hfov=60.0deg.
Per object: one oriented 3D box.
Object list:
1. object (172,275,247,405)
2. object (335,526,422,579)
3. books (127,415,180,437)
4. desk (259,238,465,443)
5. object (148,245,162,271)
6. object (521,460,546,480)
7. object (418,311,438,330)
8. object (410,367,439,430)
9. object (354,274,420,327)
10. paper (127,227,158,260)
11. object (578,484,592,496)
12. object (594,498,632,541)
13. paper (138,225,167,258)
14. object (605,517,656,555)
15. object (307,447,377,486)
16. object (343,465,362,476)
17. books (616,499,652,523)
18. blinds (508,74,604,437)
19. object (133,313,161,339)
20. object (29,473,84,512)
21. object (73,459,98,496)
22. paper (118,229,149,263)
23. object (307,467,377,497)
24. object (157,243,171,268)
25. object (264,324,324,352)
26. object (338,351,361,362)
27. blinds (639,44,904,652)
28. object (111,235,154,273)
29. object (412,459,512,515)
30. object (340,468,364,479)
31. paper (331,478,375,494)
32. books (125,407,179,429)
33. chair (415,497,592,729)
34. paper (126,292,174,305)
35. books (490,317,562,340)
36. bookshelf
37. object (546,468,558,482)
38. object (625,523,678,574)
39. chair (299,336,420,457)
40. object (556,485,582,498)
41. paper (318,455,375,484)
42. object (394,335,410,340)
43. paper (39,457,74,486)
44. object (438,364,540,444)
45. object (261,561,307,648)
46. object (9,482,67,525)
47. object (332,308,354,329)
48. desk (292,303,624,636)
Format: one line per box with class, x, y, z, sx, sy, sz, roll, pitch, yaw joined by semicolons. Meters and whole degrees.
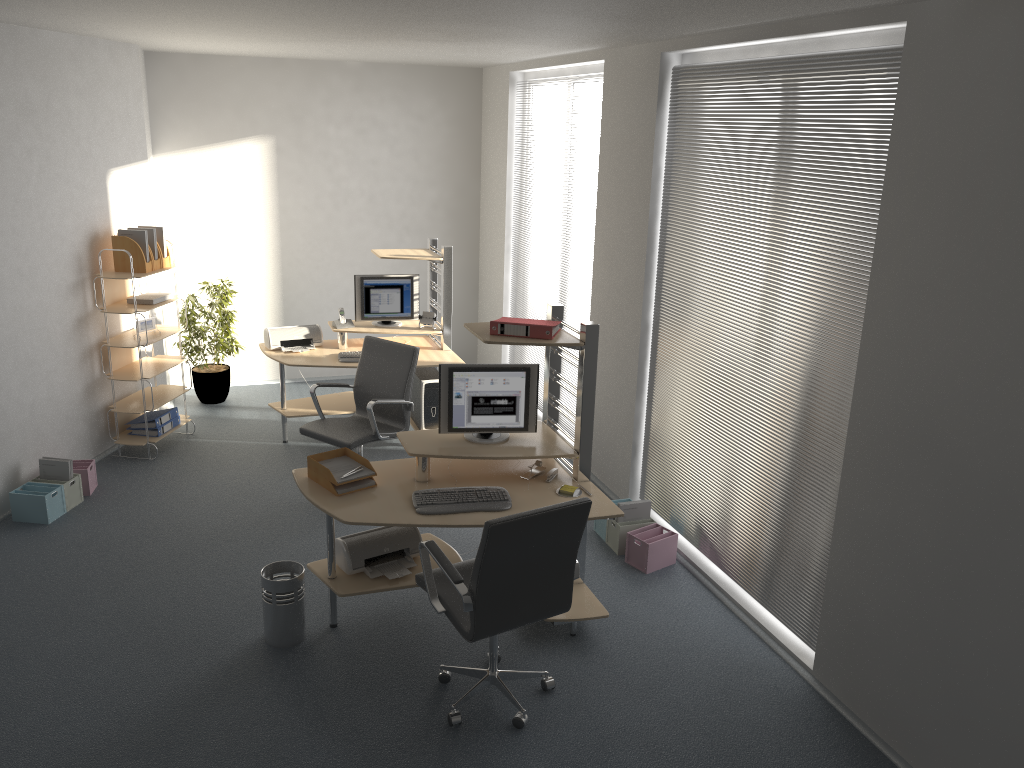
object;-2.668;-0.387;7.895;0.544;1.147;0.644;5;17;9
object;-0.654;0.866;4.587;0.438;0.162;0.351;-9;20;-33
books;-2.782;0.317;6.892;0.262;0.072;0.320;4;17;9
desk;-1.201;-0.293;6.965;1.469;1.566;0.967;-4;17;-18
object;-2.748;-0.985;6.583;0.243;0.259;0.113;4;17;8
object;0.115;0.445;4.672;0.054;0.064;0.159;14;21;36
object;-0.675;-0.513;7.138;0.154;0.135;0.093;7;17;17
object;-0.691;0.109;7.184;0.199;0.422;0.471;-4;17;-18
object;-1.010;-0.691;7.208;0.516;0.418;0.245;1;17;-4
paper;-2.746;-1.009;6.597;0.213;0.297;0.045;4;17;8
object;0.366;0.534;4.491;0.011;0.011;0.158;-5;18;-21
object;0.674;0.872;5.661;0.245;0.202;0.185;-4;17;-18
paper;-2.720;-1.043;6.714;0.213;0.297;0.045;5;17;11
object;0.733;0.923;5.493;0.245;0.202;0.185;-4;17;-18
object;-0.862;0.414;4.487;0.225;0.060;0.309;-12;21;-38
object;-0.800;0.438;4.442;0.008;0.009;0.159;10;18;25
books;0.740;0.860;5.459;0.220;0.306;0.068;-4;17;-18
blinds;0.328;-1.062;7.281;0.037;2.749;1.950;-4;17;-18
object;-2.749;-0.442;6.671;0.077;0.161;0.192;10;18;25
object;-2.990;0.710;5.823;0.245;0.202;0.185;4;17;7
object;-2.986;0.646;6.041;0.245;0.202;0.185;-1;17;-10
paper;-2.762;-0.975;6.479;0.213;0.297;0.045;3;17;6
object;-0.863;0.468;4.503;0.225;0.060;0.309;-12;21;-38
object;-2.724;-1.019;6.700;0.243;0.259;0.113;5;17;11
object;-1.712;-0.361;7.030;0.438;0.162;0.351;-7;18;-26
object;-1.150;-0.268;7.103;0.478;0.082;0.814;-2;17;-11
blinds;1.227;-0.282;4.745;0.022;2.770;1.950;-4;17;-18
object;-2.764;-0.950;6.465;0.243;0.259;0.113;3;17;6
object;-0.296;0.507;4.575;0.478;0.082;0.814;-2;17;-11
object;-0.797;0.446;4.413;0.008;0.009;0.159;13;20;33
paper;-0.863;0.480;4.506;0.210;0.019;0.297;-12;21;-38
books;-2.790;0.263;6.878;0.263;0.100;0.320;4;17;9
chair;-0.066;0.922;3.894;0.584;1.048;0.652;-9;19;-31
paper;-2.737;-0.649;6.718;0.213;0.046;0.297;4;17;8
books;0.074;-0.303;4.564;0.320;0.072;0.262;6;17;12
bookshelf;-2.775;-0.272;6.733;0.381;1.572;0.724;4;17;8
object;0.208;0.472;4.630;0.022;0.042;0.134;9;18;22
object;0.831;0.984;5.297;0.245;0.202;0.185;-10;20;-35
chair;-1.020;0.273;5.983;0.584;1.048;0.652;14;20;35
object;0.288;0.533;4.460;0.132;0.026;0.132;-4;17;-18
paper;-0.861;0.430;4.491;0.210;0.010;0.297;-12;21;-38
object;-0.837;-0.301;7.236;0.168;0.088;0.742;-3;17;-16
paper;-2.985;0.638;5.817;0.220;0.306;0.068;4;17;7
object;-0.119;0.081;4.699;0.516;0.418;0.245;3;17;3
object;-1.131;1.096;4.405;0.208;0.377;0.208;9;18;23
object;-3.015;0.761;5.647;0.245;0.202;0.185;4;17;7
object;-1.356;-0.532;7.108;0.150;0.151;0.119;-9;20;-32
desk;-0.306;0.485;4.435;1.469;1.566;0.967;-4;17;-18
